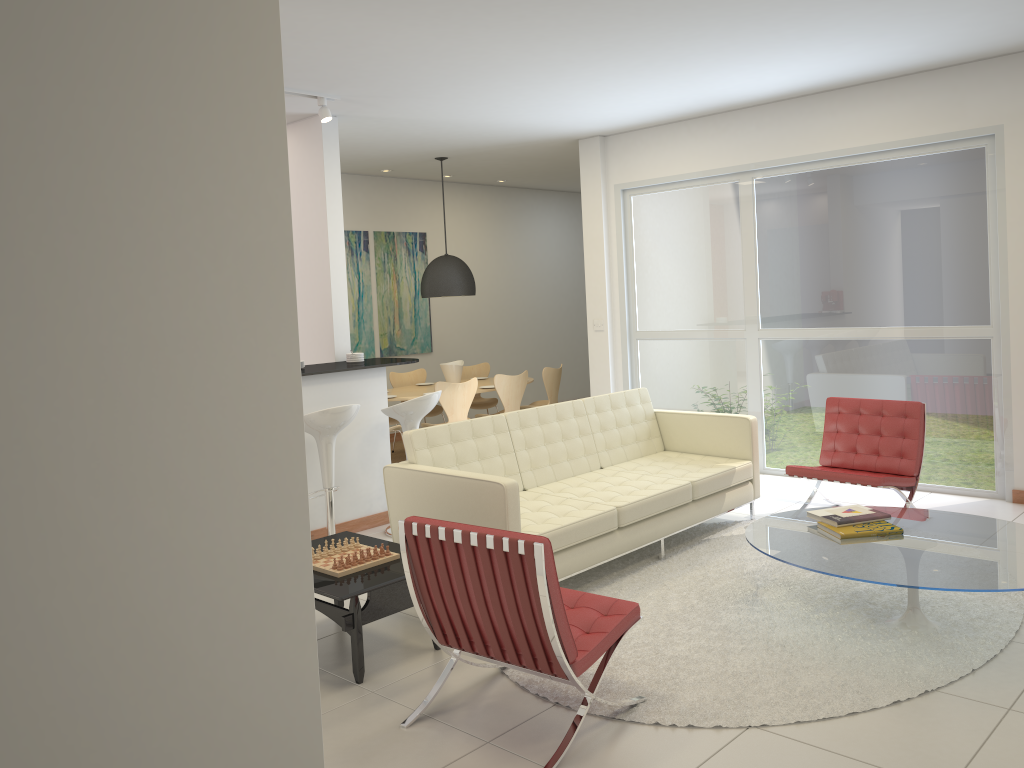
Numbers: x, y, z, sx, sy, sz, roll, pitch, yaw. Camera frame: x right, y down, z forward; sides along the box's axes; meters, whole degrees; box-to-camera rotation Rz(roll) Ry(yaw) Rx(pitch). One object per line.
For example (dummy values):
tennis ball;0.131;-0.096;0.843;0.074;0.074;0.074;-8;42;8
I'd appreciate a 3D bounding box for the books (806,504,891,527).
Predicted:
books;1.734;0.679;4.568;0.324;0.026;0.256;-5;6;-17

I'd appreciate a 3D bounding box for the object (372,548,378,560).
object;-0.657;0.809;4.231;0.030;0.055;0.030;-5;4;-39

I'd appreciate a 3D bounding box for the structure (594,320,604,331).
structure;0.854;-0.581;8.743;0.114;0.104;0.013;1;4;44

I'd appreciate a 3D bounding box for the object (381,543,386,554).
object;-0.631;0.802;4.317;0.030;0.049;0.030;-5;4;-39

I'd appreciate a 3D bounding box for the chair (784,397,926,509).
chair;2.369;0.540;6.083;0.708;0.815;0.700;-6;5;-41

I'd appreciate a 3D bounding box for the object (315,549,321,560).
object;-0.941;0.821;4.280;0.030;0.049;0.030;-5;4;-39

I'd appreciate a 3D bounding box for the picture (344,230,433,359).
picture;-1.637;-1.058;10.490;0.020;1.503;1.744;-1;4;44

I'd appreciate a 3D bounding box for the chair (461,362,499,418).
chair;-0.418;0.223;10.409;0.522;0.905;0.516;-4;3;-22

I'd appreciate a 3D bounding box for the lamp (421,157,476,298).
lamp;-0.723;-1.687;9.548;0.596;1.490;0.594;-5;4;-44

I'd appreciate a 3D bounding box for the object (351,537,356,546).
object;-0.805;0.798;4.482;0.030;0.044;0.030;-5;4;-39

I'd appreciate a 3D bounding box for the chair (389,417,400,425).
chair;-1.432;0.374;9.381;0.515;0.905;0.523;-2;3;23

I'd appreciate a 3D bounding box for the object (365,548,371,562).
object;-0.685;0.809;4.202;0.030;0.064;0.030;-5;4;-39

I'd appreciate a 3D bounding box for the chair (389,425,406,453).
chair;-1.346;0.447;8.572;0.521;0.905;0.517;-1;3;28

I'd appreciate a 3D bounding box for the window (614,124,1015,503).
window;2.347;-0.548;7.543;3.433;2.707;0.121;1;4;44

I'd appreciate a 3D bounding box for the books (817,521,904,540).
books;1.734;0.720;4.424;0.324;0.026;0.256;-4;6;-7

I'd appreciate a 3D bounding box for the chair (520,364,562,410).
chair;0.310;0.248;9.772;0.515;0.905;0.523;-1;3;27

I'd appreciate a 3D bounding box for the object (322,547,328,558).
object;-0.913;0.817;4.309;0.030;0.049;0.030;-5;4;-39

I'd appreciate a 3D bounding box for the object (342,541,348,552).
object;-0.831;0.805;4.396;0.030;0.049;0.030;-5;4;-39

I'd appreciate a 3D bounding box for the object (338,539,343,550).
object;-0.860;0.801;4.424;0.030;0.055;0.030;-5;4;-39

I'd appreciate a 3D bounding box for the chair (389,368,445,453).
chair;-1.044;0.302;9.925;0.523;0.905;0.516;-6;4;-42

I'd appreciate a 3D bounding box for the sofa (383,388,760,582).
sofa;0.514;0.617;5.645;1.001;0.920;2.573;1;6;43

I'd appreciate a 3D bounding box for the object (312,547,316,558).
object;-0.970;0.819;4.308;0.030;0.052;0.030;-1;4;36

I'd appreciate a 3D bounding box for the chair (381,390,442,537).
chair;-0.715;0.563;6.425;0.464;1.018;0.458;-1;3;30

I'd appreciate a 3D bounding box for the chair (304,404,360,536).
chair;-1.216;0.639;5.892;0.458;1.018;0.465;-5;3;-35

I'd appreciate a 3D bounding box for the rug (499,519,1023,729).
rug;1.325;1.122;4.783;2.444;0.004;3.338;3;8;45

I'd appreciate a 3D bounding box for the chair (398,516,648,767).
chair;0.036;0.906;3.505;0.700;0.815;0.709;0;5;39

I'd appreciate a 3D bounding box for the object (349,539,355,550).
object;-0.803;0.800;4.425;0.030;0.049;0.030;-5;4;-39

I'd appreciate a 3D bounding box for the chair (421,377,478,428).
chair;-0.623;0.399;8.701;0.522;0.905;0.516;-5;4;-39

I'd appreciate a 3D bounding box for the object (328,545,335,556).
object;-0.886;0.813;4.338;0.030;0.049;0.030;-5;4;-39

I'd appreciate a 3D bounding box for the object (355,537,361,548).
object;-0.776;0.796;4.454;0.030;0.049;0.030;-5;4;-39

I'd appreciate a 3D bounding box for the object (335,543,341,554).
object;-0.858;0.809;4.367;0.030;0.049;0.030;-5;4;-39

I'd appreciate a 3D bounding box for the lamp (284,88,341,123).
lamp;-1.903;-1.922;5.874;0.112;0.199;1.828;0;6;43

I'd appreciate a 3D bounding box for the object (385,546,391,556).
object;-0.602;0.806;4.289;0.030;0.044;0.030;-5;4;-39

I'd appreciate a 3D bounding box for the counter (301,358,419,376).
counter;-1.878;-0.046;6.095;0.736;0.019;2.974;2;8;43

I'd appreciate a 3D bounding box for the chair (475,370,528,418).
chair;-0.110;0.324;9.202;0.515;0.905;0.523;0;4;44

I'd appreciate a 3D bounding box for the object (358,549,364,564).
object;-0.712;0.810;4.173;0.030;0.069;0.030;-5;3;-39
